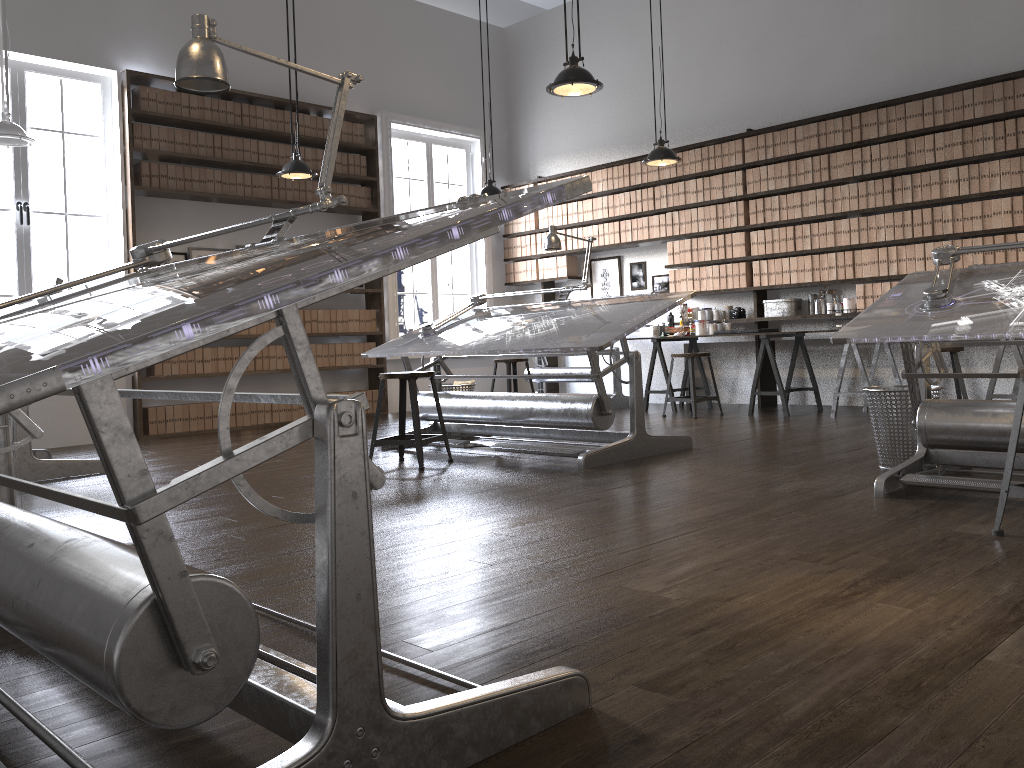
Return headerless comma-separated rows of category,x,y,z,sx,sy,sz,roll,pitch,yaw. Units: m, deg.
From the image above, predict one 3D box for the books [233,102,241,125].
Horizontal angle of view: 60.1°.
books,-2.512,-2.406,7.976,0.067,0.226,0.174,-2,0,-45

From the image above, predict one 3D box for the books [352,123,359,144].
books,-1.613,-2.482,8.859,0.067,0.226,0.174,-2,0,-45

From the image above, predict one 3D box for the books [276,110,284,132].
books,-2.207,-2.432,8.274,0.067,0.226,0.174,-2,0,-44

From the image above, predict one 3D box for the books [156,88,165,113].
books,-3.003,-2.365,7.488,0.067,0.226,0.174,-2,0,-45

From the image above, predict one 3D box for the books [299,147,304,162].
books,-2.043,-2.126,8.414,0.067,0.226,0.174,-2,0,-45

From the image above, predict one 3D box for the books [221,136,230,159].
books,-2.589,-2.080,7.885,0.067,0.225,0.174,-2,0,-44

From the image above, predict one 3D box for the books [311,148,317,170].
books,-1.949,-2.134,8.512,0.067,0.225,0.174,-2,0,-44

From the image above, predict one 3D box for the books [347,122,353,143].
books,-1.664,-2.478,8.809,0.067,0.226,0.174,-2,0,-45

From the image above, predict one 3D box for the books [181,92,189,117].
books,-2.852,-2.377,7.634,0.067,0.226,0.174,-2,0,-45

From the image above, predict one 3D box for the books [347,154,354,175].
books,-1.646,-2.159,8.805,0.067,0.226,0.174,-2,0,-44

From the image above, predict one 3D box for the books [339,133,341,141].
books,-1.759,-2.470,8.714,0.067,0.225,0.174,-2,0,-45

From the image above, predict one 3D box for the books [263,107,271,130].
books,-2.305,-2.423,8.175,0.067,0.226,0.174,-2,0,-45

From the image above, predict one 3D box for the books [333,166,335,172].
books,-1.804,-2.146,8.656,0.067,0.226,0.174,-2,0,-44

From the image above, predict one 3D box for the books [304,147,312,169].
books,-1.993,-2.130,8.466,0.067,0.225,0.174,-2,0,-44

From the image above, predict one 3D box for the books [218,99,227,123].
books,-2.613,-2.398,7.876,0.067,0.226,0.174,-2,0,-44

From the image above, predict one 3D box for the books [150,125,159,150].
books,-3.035,-2.042,7.439,0.067,0.226,0.174,-2,0,-44

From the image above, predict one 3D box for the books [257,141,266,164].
books,-2.337,-2.101,8.125,0.067,0.226,0.174,-2,0,-44

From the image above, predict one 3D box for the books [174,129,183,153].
books,-2.890,-2.054,7.580,0.067,0.226,0.174,-2,0,-44

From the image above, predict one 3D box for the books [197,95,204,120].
books,-2.758,-2.385,7.731,0.067,0.225,0.174,-2,0,-44

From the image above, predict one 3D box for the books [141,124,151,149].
books,-3.088,-2.038,7.392,0.067,0.226,0.174,-2,0,-45

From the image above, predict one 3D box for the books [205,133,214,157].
books,-2.695,-2.071,7.781,0.067,0.226,0.174,-2,0,-44

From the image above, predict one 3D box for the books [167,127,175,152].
books,-2.941,-2.051,7.536,0.067,0.225,0.174,-2,0,-45

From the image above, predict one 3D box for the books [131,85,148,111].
books,-3.104,-2.356,7.384,0.067,0.226,0.174,-2,0,-44

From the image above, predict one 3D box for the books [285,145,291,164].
books,-2.147,-2.117,8.320,0.067,0.226,0.174,-2,0,-44

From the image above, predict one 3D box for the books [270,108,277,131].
books,-2.258,-2.428,8.227,0.067,0.226,0.174,-2,0,-44

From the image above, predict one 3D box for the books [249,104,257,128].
books,-2.406,-2.415,8.080,0.067,0.225,0.174,-2,0,-45

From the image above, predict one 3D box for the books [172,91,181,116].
books,-2.905,-2.373,7.587,0.067,0.226,0.174,-2,0,-44

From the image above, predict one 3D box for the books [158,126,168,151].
books,-2.985,-2.047,7.491,0.067,0.225,0.174,-2,0,-45

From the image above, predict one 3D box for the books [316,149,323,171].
books,-1.898,-2.138,8.555,0.067,0.226,0.174,-2,0,-45

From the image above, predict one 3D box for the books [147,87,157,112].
books,-3.052,-2.360,7.435,0.067,0.226,0.174,-2,0,-45

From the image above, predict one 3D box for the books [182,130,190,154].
books,-2.846,-2.059,7.631,0.067,0.226,0.174,-2,0,-45

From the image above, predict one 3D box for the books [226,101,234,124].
books,-2.559,-2.402,7.923,0.067,0.226,0.174,-2,0,-45

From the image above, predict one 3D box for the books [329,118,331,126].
books,-1.802,-2.466,8.669,0.067,0.225,0.174,-2,0,-45

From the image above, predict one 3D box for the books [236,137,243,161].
books,-2.492,-2.088,7.971,0.067,0.226,0.174,-2,0,-44

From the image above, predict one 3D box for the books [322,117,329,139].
books,-1.853,-2.461,8.617,0.067,0.226,0.174,-2,0,-44

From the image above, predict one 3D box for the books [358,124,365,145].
books,-1.560,-2.486,8.905,0.067,0.226,0.174,-2,0,-44

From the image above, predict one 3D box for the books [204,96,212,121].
books,-2.707,-2.389,7.775,0.067,0.226,0.174,-2,0,-45

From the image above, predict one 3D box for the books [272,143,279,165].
books,-2.243,-2.109,8.223,0.067,0.225,0.174,-2,0,-45

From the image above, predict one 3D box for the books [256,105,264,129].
books,-2.354,-2.419,8.122,0.067,0.226,0.174,-2,0,-45

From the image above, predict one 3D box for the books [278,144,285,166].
books,-2.192,-2.113,8.266,0.067,0.226,0.174,-2,0,-44

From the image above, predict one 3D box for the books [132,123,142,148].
books,-3.139,-2.034,7.345,0.067,0.226,0.174,-2,0,-45

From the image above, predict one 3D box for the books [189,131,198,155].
books,-2.796,-2.063,7.681,0.067,0.226,0.174,-2,0,-45

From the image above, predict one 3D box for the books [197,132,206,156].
books,-2.742,-2.067,7.728,0.067,0.226,0.174,-2,0,-44

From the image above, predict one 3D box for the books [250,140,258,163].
books,-2.391,-2.097,8.075,0.067,0.226,0.174,-2,0,-45

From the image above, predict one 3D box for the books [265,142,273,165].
books,-2.287,-2.105,8.178,0.067,0.225,0.174,-2,0,-45

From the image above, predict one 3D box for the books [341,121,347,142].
books,-1.708,-2.474,8.757,0.067,0.226,0.174,-2,0,-44

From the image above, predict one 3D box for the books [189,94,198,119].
books,-2.802,-2.382,7.686,0.067,0.225,0.174,-2,0,-44

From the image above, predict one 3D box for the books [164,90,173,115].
books,-2.956,-2.369,7.540,0.067,0.226,0.174,-2,0,-44

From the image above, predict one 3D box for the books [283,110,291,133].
books,-2.153,-2.436,8.326,0.067,0.225,0.174,-2,0,-44

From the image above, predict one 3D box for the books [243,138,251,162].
books,-2.441,-2.092,8.021,0.067,0.226,0.174,-2,0,-45

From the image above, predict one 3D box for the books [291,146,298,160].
books,-2.096,-2.122,8.368,0.067,0.226,0.174,-2,0,-44

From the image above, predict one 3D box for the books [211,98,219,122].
books,-2.663,-2.393,7.826,0.067,0.226,0.174,-2,0,-44

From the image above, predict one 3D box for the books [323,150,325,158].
books,-1.855,-2.142,8.607,0.067,0.226,0.174,-2,0,-44

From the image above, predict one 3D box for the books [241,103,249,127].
books,-2.455,-2.411,8.024,0.067,0.226,0.174,-2,0,-44

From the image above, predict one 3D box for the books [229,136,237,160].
books,-2.540,-2.084,7.930,0.067,0.225,0.174,-2,0,-45

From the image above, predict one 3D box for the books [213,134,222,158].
books,-2.638,-2.076,7.829,0.067,0.226,0.174,-2,0,-45
